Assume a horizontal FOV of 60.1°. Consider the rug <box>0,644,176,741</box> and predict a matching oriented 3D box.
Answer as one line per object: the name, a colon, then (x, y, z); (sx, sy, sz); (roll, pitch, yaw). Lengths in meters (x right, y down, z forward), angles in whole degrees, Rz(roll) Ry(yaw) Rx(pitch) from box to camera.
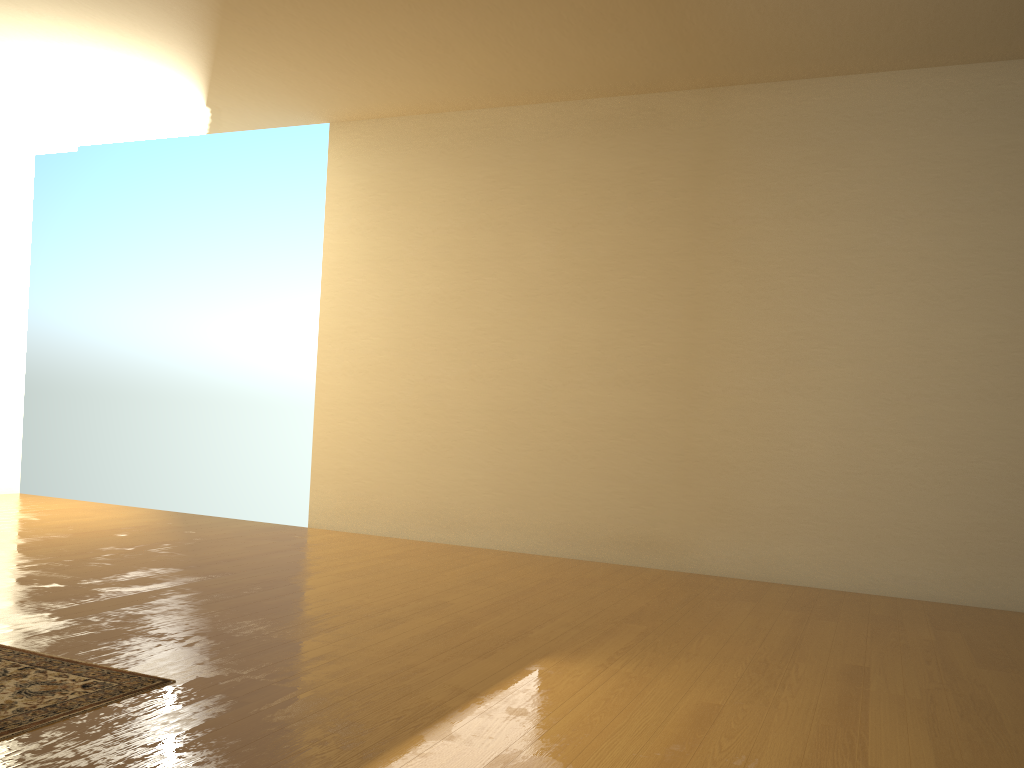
rug: (-2.783, 0.720, 2.145); (3.074, 0.017, 2.121); (2, -3, 23)
